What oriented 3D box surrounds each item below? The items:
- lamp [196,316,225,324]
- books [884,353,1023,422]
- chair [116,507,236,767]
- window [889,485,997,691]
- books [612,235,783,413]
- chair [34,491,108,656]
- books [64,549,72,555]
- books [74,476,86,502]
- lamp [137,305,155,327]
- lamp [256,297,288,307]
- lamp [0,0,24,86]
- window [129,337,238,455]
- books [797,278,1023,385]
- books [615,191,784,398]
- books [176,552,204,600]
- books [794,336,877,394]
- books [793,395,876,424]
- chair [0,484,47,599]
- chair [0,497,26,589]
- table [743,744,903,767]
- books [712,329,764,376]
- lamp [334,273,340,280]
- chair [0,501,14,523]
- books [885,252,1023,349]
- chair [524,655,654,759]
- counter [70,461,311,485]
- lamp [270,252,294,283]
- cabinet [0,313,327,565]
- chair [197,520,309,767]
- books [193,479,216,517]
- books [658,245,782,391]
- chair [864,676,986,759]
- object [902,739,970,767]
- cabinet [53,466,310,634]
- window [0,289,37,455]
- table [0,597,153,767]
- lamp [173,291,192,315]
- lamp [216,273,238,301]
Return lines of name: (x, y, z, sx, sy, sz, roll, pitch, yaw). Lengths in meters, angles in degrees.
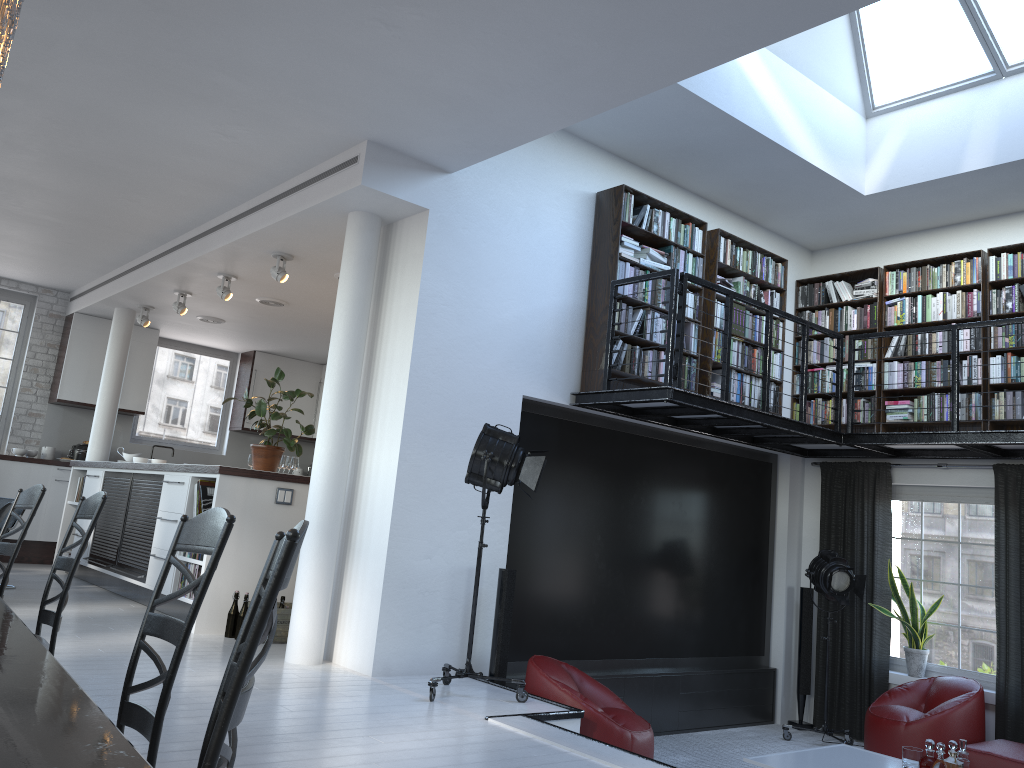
lamp: (-3.548, -0.752, 10.438, 0.328, 0.025, 0.326, 1, -10, 26)
books: (4.482, -0.281, 6.668, 0.239, 1.130, 3.384, 15, -13, -39)
chair: (-0.879, 0.701, 1.700, 0.501, 0.971, 0.494, 12, -13, -31)
window: (3.634, 1.675, 7.527, 0.132, 1.617, 1.164, 15, -14, -39)
books: (2.904, -0.720, 5.866, 2.195, 1.418, 4.367, 14, -12, -39)
chair: (-1.701, 0.814, 2.928, 0.501, 0.971, 0.495, 13, -13, -33)
books: (-4.547, 1.675, 9.474, 0.292, 0.326, 0.471, 15, -13, -41)
books: (-4.508, 1.126, 9.547, 0.252, 0.326, 0.508, 14, -13, -39)
lamp: (-4.175, -0.762, 10.065, 0.182, 0.240, 0.182, 13, -13, -35)
lamp: (-2.487, -0.846, 9.179, 0.327, 0.025, 0.327, 12, -11, -34)
lamp: (-1.543, -1.324, 2.424, 0.439, 1.638, 1.268, 13, -13, -33)
window: (-4.486, 0.166, 12.148, 1.292, 1.469, 0.132, 14, -14, -38)
books: (4.242, -0.400, 6.970, 0.241, 1.406, 4.431, 15, -13, -38)
books: (1.542, -0.615, 7.446, 2.196, 1.433, 0.314, 13, -13, -38)
books: (-2.219, 1.255, 6.872, 0.489, 0.804, 0.539, 14, -14, -38)
books: (4.247, -0.410, 6.974, 0.226, 1.422, 4.426, 15, -13, -39)
books: (3.867, -0.499, 6.686, 1.279, 1.439, 4.425, 14, -12, -37)
chair: (-2.120, 0.833, 3.308, 0.501, 0.971, 0.495, 14, -14, -38)
chair: (-4.720, 1.366, 7.733, 0.671, 0.784, 0.659, 3, -11, 16)
table: (2.399, 2.492, 5.200, 1.160, 0.245, 1.661, 13, -12, -39)
books: (3.325, -0.626, 6.185, 1.164, 1.414, 4.374, 14, -12, -39)
lamp: (-1.425, -0.940, 7.919, 0.327, 0.025, 0.328, 14, -12, -40)
chair: (-4.266, 1.263, 6.800, 0.663, 0.784, 0.668, 10, -11, -23)
books: (4.279, -0.689, 7.038, 0.212, 0.833, 2.631, 15, -13, -39)
chair: (0.474, 2.112, 5.516, 0.830, 0.716, 0.825, 0, -12, 30)
counter: (-2.963, 0.879, 8.588, 1.439, 0.062, 4.191, 13, -12, -39)
lamp: (-1.934, -0.961, 7.407, 0.182, 0.240, 0.182, 13, -13, -35)
cabinet: (-3.416, 0.472, 8.427, 7.194, 3.023, 7.283, 13, -12, -39)
chair: (-0.603, 0.652, 1.225, 0.502, 0.971, 0.493, 9, -11, -15)
books: (-2.357, 0.922, 6.935, 0.185, 0.331, 0.323, 14, -13, -38)
books: (3.115, -0.535, 6.035, 1.591, 1.148, 4.326, 14, -12, -39)
chair: (3.128, 2.578, 6.737, 0.830, 0.716, 0.824, 4, -10, 12)
object: (2.686, 2.254, 5.234, 0.510, 0.296, 1.006, 13, -12, -35)
cabinet: (-3.015, 1.457, 8.465, 1.493, 1.179, 4.160, 14, -12, -39)
window: (-8.939, -0.181, 14.341, 8.097, 6.115, 9.125, 14, -13, -39)
table: (-1.177, 0.715, 1.185, 0.887, 0.702, 1.990, 13, -11, -34)
lamp: (-3.428, -0.828, 9.179, 0.182, 0.240, 0.182, 13, -13, -35)
lamp: (-2.681, -0.894, 8.293, 0.182, 0.240, 0.182, 13, -13, -35)
